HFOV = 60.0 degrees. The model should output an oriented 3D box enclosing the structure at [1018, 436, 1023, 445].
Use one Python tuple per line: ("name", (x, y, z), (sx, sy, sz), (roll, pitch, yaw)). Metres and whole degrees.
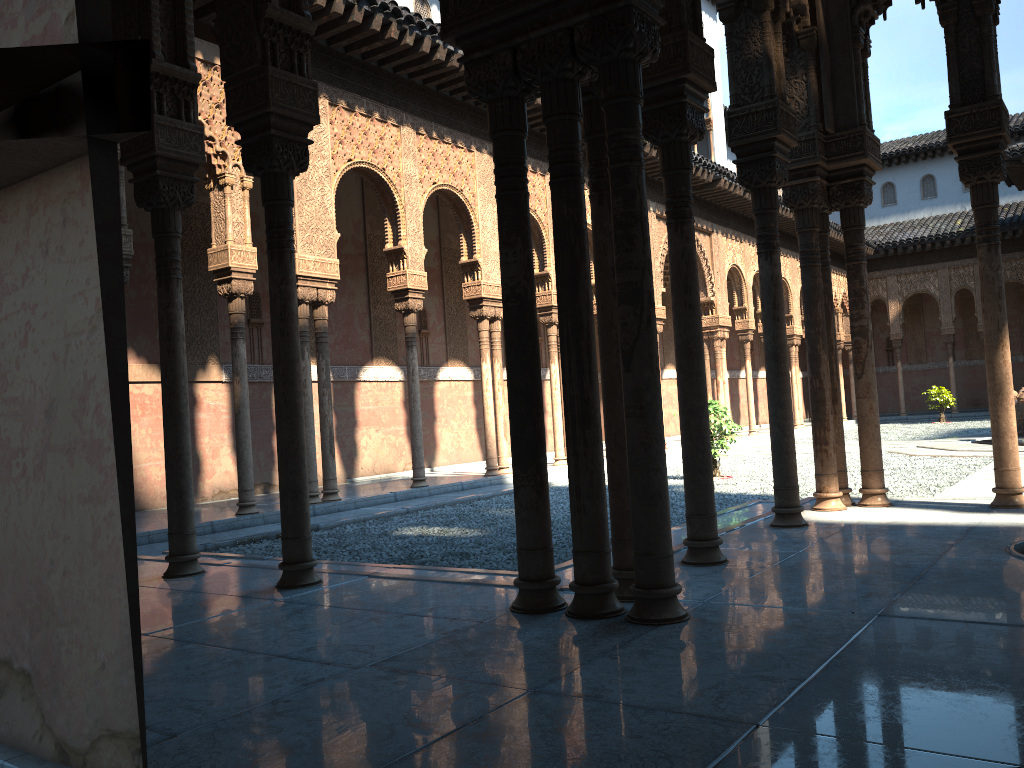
("structure", (11.558, 0.121, 16.532), (4.508, 1.991, 4.508), (-5, -2, 35))
